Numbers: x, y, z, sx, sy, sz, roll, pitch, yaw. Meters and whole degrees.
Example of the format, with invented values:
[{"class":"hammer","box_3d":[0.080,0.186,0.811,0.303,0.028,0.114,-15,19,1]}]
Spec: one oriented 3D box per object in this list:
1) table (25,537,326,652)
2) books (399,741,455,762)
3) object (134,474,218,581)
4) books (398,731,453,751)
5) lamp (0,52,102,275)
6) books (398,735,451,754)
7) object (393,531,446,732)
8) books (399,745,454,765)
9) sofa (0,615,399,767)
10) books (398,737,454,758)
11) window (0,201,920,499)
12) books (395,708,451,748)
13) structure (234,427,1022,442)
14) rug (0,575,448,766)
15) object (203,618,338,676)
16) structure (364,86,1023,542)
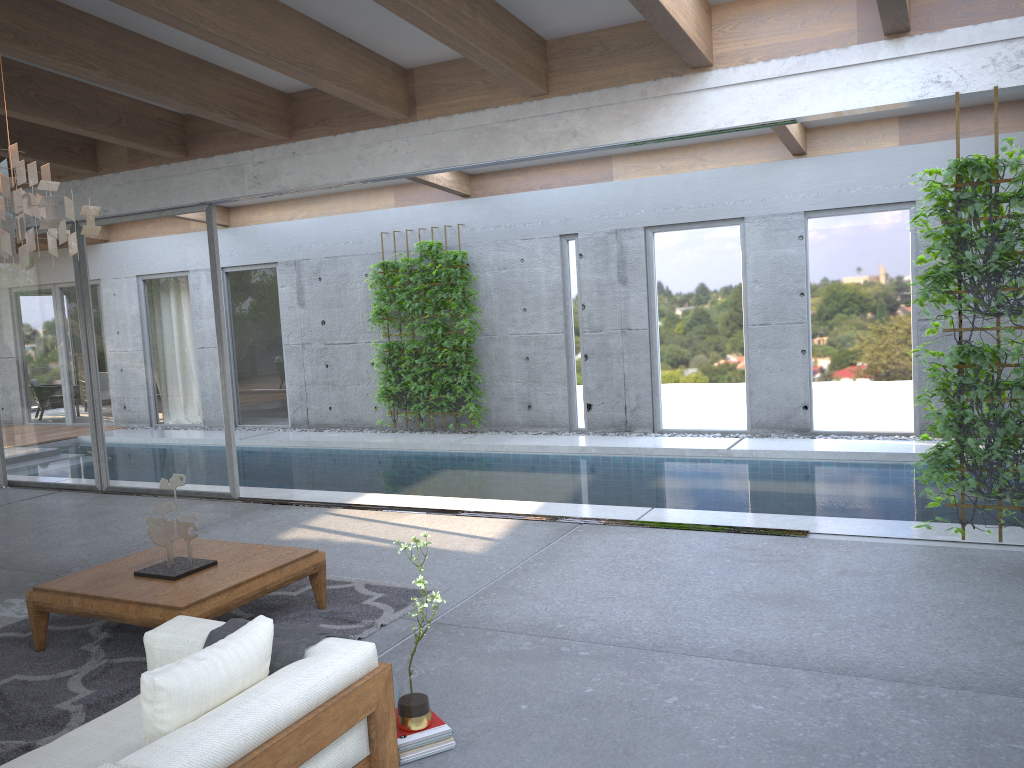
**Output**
[{"class":"table","box_3d":[-1.772,1.163,4.799,1.112,0.352,1.048,-1,6,27]},{"class":"books","box_3d":[-0.377,1.357,3.414,0.219,0.012,0.286,-6,6,-28]},{"class":"object","box_3d":[-1.830,0.734,4.748,0.379,0.518,0.346,-1,6,27]},{"class":"books","box_3d":[-0.387,1.320,3.419,0.219,0.012,0.286,-6,6,-28]},{"class":"lamp","box_3d":[-2.259,-1.147,3.674,0.862,1.400,0.636,-5,5,-16]},{"class":"books","box_3d":[-0.396,1.332,3.422,0.219,0.012,0.286,-6,6,-28]},{"class":"object","box_3d":[-0.348,0.928,3.337,0.171,0.750,0.238,-8,7,-42]},{"class":"books","box_3d":[-0.381,1.369,3.418,0.219,0.012,0.286,-6,6,-28]},{"class":"sofa","box_3d":[-2.522,1.224,3.103,3.733,0.777,1.965,-1,6,27]},{"class":"books","box_3d":[-0.382,1.344,3.415,0.219,0.012,0.286,-6,6,-28]},{"class":"window","box_3d":[-1.660,-0.514,4.432,23.280,3.764,14.294,-1,6,27]},{"class":"books","box_3d":[-0.392,1.308,3.418,0.219,0.012,0.286,-6,6,-28]},{"class":"structure","box_3d":[-0.323,0.647,11.729,13.673,0.068,0.477,-1,6,27]},{"class":"rug","box_3d":[-2.065,1.367,4.337,2.187,0.056,3.186,-1,6,27]},{"class":"object","box_3d":[-0.890,1.238,3.124,0.472,0.704,0.857,-1,5,23]},{"class":"structure","box_3d":[1.279,-0.552,8.234,10.282,2.687,2.739,1,7,44]}]
